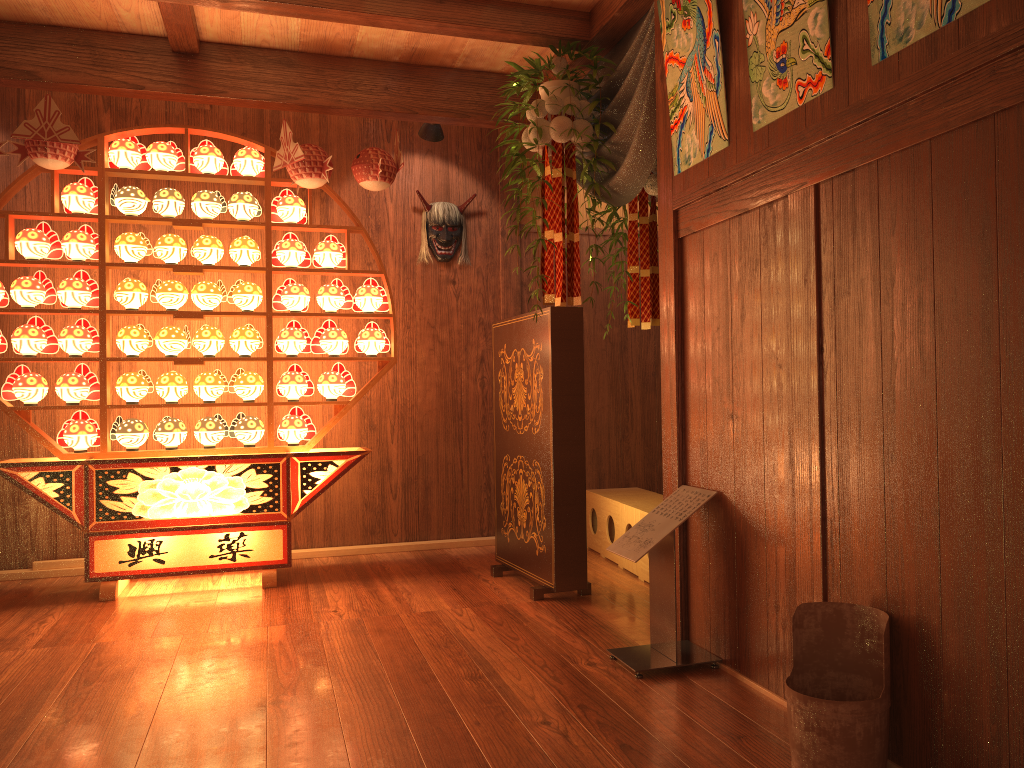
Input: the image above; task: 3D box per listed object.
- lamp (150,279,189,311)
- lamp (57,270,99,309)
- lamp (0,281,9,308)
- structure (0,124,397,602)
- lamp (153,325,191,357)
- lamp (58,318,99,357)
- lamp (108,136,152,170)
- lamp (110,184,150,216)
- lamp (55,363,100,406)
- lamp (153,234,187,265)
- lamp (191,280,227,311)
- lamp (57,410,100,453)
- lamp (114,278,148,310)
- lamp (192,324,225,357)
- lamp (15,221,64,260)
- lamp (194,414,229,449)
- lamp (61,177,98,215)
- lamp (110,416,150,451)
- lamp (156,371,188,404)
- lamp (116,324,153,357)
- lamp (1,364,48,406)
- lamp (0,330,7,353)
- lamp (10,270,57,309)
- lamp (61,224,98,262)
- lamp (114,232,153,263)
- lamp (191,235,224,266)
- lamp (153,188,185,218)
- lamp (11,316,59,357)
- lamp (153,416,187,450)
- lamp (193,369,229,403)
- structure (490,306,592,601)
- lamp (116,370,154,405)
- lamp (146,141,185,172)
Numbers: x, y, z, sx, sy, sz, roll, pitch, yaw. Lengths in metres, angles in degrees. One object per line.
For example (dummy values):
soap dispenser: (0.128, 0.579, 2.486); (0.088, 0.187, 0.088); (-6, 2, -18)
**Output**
lamp: (-1.622, -0.426, 4.237); (0.155, 0.161, 0.141); (-1, -1, 13)
lamp: (-2.031, -0.441, 4.094); (0.201, 0.200, 0.156); (-1, -1, -2)
lamp: (-2.367, -0.431, 3.983); (0.196, 0.187, 0.152); (0, -1, -37)
structure: (-1.551, -0.139, 4.253); (2.002, 2.195, 0.480); (-1, -1, -18)
lamp: (-1.640, -0.206, 4.229); (0.162, 0.161, 0.134); (0, -1, -42)
lamp: (-2.026, -0.217, 4.092); (0.183, 0.192, 0.156); (-1, -1, -2)
lamp: (-1.830, -1.104, 4.174); (0.202, 0.200, 0.155); (-1, -1, -7)
lamp: (-1.797, -0.868, 4.193); (0.157, 0.167, 0.139); (-1, -1, -2)
lamp: (-2.035, 0.000, 4.083); (0.198, 0.200, 0.158); (-1, -1, 8)
lamp: (-1.629, -0.647, 4.234); (0.144, 0.161, 0.151); (0, -1, -37)
lamp: (-1.489, -0.431, 4.288); (0.134, 0.167, 0.162); (-2, -1, 38)
lamp: (-1.999, 0.220, 4.095); (0.200, 0.197, 0.152); (0, -1, -27)
lamp: (-1.792, -0.428, 4.172); (0.144, 0.167, 0.151); (0, -1, -37)
lamp: (-1.465, -0.211, 4.280); (0.144, 0.167, 0.152); (0, -1, -32)
lamp: (-2.199, -0.660, 4.046); (0.198, 0.200, 0.158); (-1, -1, 8)
lamp: (-1.468, 0.229, 4.274); (0.137, 0.167, 0.159); (-1, -1, 13)
lamp: (-2.019, -0.882, 4.107); (0.201, 0.200, 0.156); (-1, -1, -2)
lamp: (-1.784, 0.232, 4.170); (0.155, 0.167, 0.141); (-1, -1, 13)
lamp: (-1.626, 0.014, 4.221); (0.142, 0.161, 0.154); (-1, -1, -17)
lamp: (-1.795, -0.207, 4.170); (0.139, 0.167, 0.157); (-1, -1, 3)
lamp: (-2.194, 0.005, 4.037); (0.152, 0.194, 0.192); (-1, -1, 33)
lamp: (-2.379, -0.215, 3.974); (0.195, 0.195, 0.152); (0, -1, -32)
lamp: (-2.216, -0.435, 4.035); (0.178, 0.191, 0.159); (-1, -1, 13)
lamp: (-2.016, -0.659, 4.104); (0.190, 0.195, 0.156); (-1, -1, -2)
lamp: (-1.807, -0.648, 4.177); (0.137, 0.167, 0.159); (-1, -1, 13)
lamp: (-1.469, -0.652, 4.288); (0.144, 0.167, 0.151); (0, -1, -37)
lamp: (-1.642, -0.867, 4.232); (0.143, 0.161, 0.152); (0, -1, -27)
lamp: (-2.205, -0.219, 4.031); (0.202, 0.200, 0.155); (-1, -1, -7)
lamp: (-1.623, 0.233, 4.219); (0.144, 0.161, 0.151); (0, -1, -37)
lamp: (-1.471, 0.010, 4.277); (0.137, 0.167, 0.159); (-1, -1, 13)
structure: (0.112, 0.305, 4.106); (0.277, 1.250, 0.781); (-1, -1, -20)
lamp: (-1.797, 0.013, 4.168); (0.137, 0.167, 0.159); (-1, -1, 13)
lamp: (-1.682, -1.095, 4.228); (0.167, 0.179, 0.159); (-1, -1, 13)
